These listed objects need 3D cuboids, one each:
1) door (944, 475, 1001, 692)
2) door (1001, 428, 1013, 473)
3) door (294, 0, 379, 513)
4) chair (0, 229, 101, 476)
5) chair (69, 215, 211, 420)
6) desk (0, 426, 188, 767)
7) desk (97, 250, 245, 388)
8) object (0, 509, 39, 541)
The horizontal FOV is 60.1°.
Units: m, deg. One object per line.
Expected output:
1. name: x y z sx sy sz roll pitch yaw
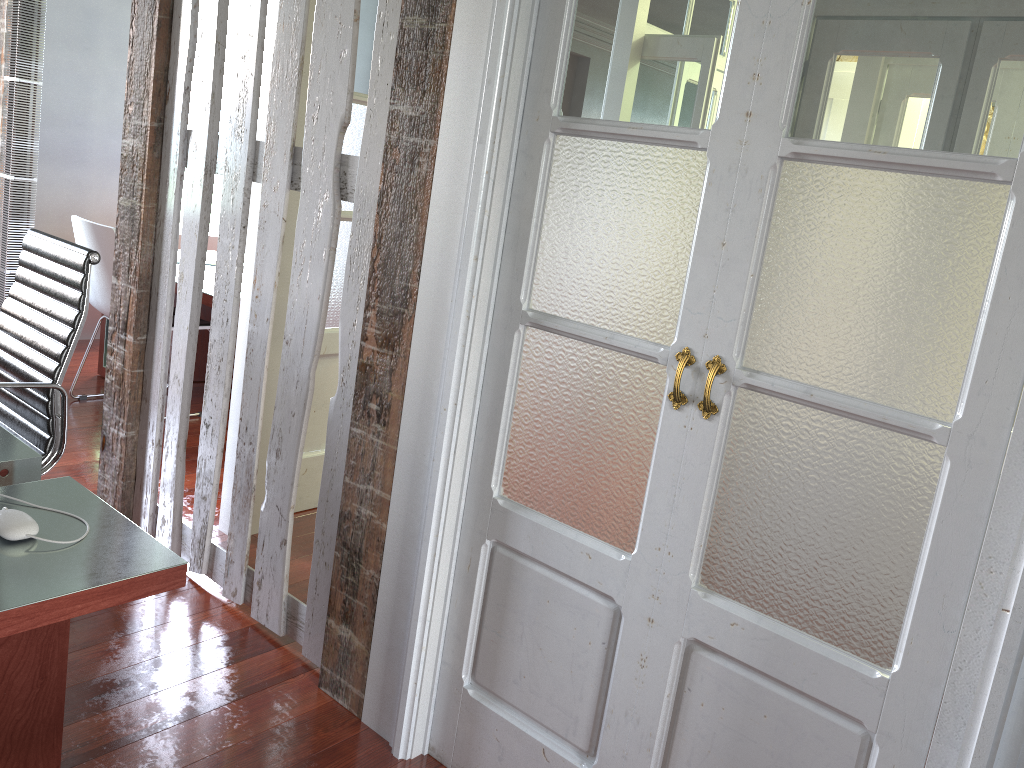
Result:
1. door: 1.270 -0.112 2.876 1.085 2.066 0.041 17 13 38
2. door: 1.807 -0.186 3.539 1.085 2.066 0.041 17 13 38
3. door: -0.485 -0.583 3.520 0.041 2.158 1.060 17 13 38
4. chair: -1.607 0.080 2.517 0.670 1.013 0.701 16 13 32
5. chair: -1.798 -0.323 4.329 0.479 0.910 0.603 17 14 38
6. desk: -1.927 0.360 1.741 2.528 0.720 1.303 19 16 38
7. desk: -1.381 -0.339 5.217 1.457 0.647 1.716 19 16 37
8. object: -0.798 0.220 1.414 0.107 0.028 0.059 18 16 36
